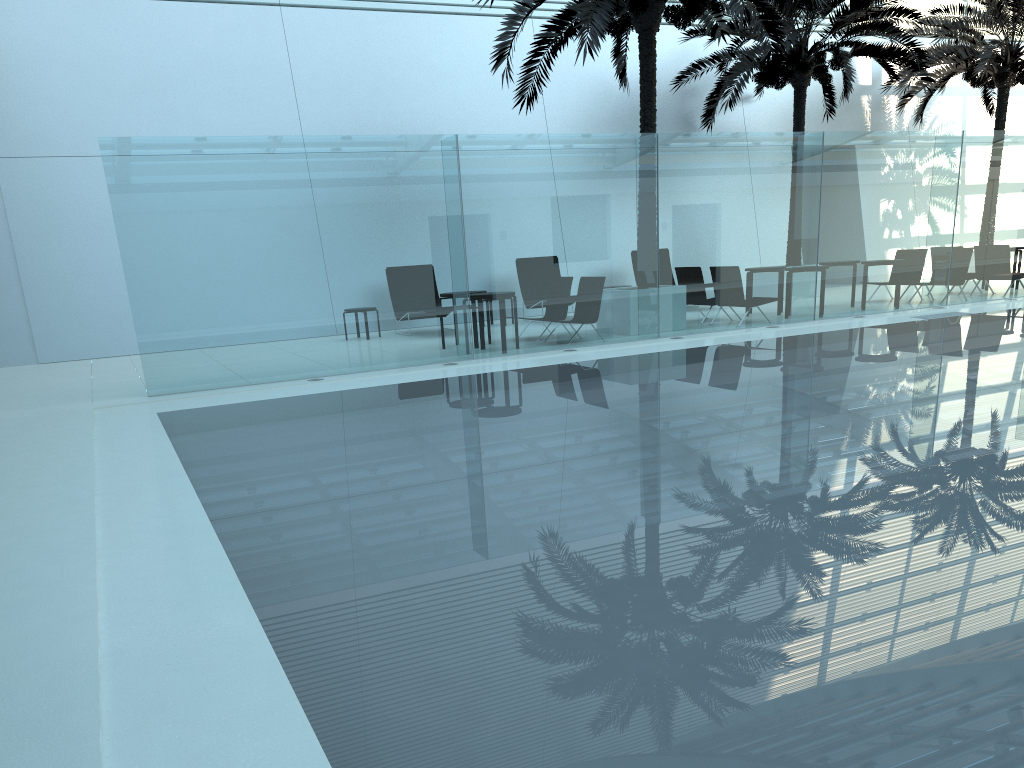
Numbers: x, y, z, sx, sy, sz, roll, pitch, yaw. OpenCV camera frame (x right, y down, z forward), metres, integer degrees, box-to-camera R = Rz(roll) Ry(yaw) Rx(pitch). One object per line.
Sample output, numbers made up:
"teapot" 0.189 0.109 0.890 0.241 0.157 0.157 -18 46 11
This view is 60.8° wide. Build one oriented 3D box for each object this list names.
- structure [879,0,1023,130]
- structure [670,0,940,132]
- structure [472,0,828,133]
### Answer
"structure" 11.034 -5.973 19.847 4.645 7.198 4.082 -1 16 9
"structure" 5.648 -5.219 17.374 4.559 7.133 4.163 11 21 42
"structure" 1.755 -4.308 12.409 4.452 7.327 4.599 -5 15 -5
